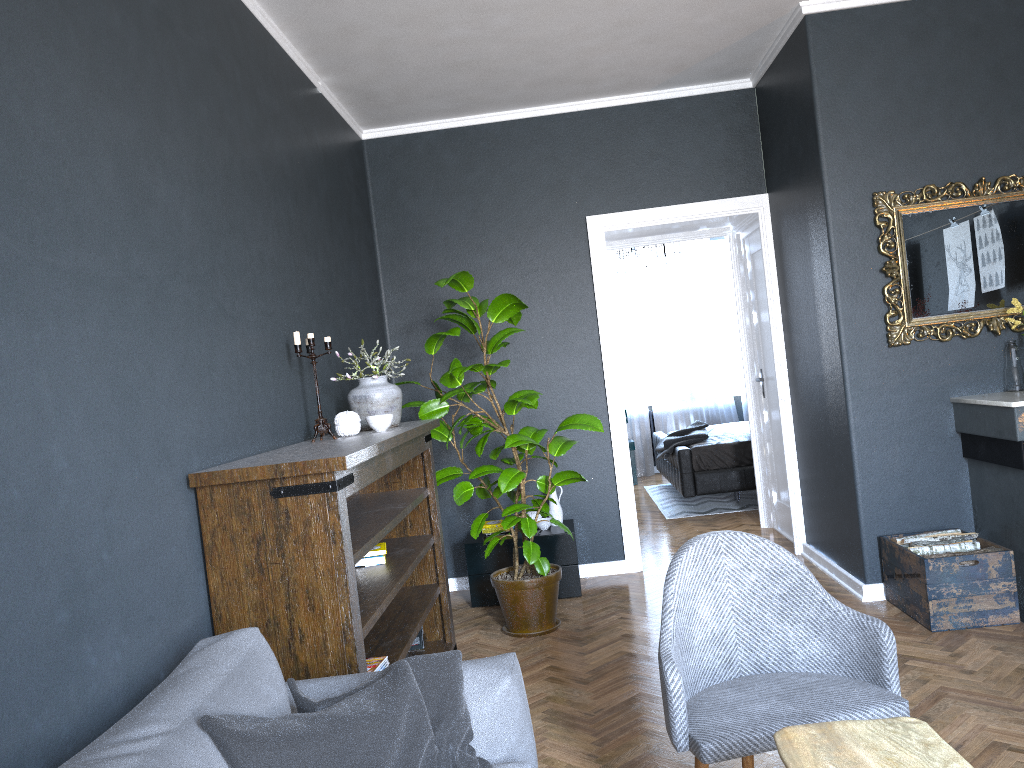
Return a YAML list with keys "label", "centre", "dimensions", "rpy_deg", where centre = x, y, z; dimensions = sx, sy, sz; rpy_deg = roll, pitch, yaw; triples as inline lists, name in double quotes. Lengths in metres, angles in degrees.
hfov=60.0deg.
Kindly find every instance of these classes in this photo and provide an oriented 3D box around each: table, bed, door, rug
- label: "table"
  centre: [0.700, 0.978, 1.466]
  dimensions: [0.339, 0.550, 0.787]
  rpy_deg: [-7, 1, 3]
- label: "bed"
  centre: [2.500, 0.386, 8.317]
  dimensions: [2.375, 1.162, 2.264]
  rpy_deg: [-7, 1, 3]
- label: "door"
  centre: [1.808, -0.028, 6.069]
  dimensions: [0.162, 2.188, 0.856]
  rpy_deg: [-7, 1, 3]
- label: "rug"
  centre: [2.056, 1.022, 8.329]
  dimensions: [1.458, 0.013, 2.044]
  rpy_deg: [-7, 1, 3]

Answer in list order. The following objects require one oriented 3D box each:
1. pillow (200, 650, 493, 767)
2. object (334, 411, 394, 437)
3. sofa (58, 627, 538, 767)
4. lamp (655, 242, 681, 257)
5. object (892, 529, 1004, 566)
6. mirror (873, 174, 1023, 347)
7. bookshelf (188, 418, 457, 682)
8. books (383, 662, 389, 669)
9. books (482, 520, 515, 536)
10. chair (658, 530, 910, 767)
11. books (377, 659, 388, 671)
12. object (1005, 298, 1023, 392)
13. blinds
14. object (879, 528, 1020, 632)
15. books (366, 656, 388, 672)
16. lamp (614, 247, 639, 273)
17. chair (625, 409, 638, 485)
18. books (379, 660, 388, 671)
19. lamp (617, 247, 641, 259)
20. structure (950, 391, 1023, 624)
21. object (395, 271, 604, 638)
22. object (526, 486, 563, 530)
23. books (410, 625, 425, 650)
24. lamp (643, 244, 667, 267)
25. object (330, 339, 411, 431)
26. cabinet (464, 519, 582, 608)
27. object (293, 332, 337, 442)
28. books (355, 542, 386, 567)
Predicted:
- label: "pillow"
  centre: [-0.353, 0.790, 1.931]
  dimensions: [0.442, 0.362, 0.797]
  rpy_deg: [-6, 1, 21]
- label: "object"
  centre: [-0.604, 0.153, 3.627]
  dimensions: [0.255, 0.104, 0.118]
  rpy_deg: [-7, 1, -32]
- label: "sofa"
  centre: [-0.419, 0.985, 1.317]
  dimensions: [0.970, 0.798, 2.339]
  rpy_deg: [-7, 1, 3]
- label: "lamp"
  centre: [1.343, -1.523, 7.838]
  dimensions: [0.210, 0.770, 0.210]
  rpy_deg: [-6, 2, 17]
- label: "object"
  centre: [2.022, 0.827, 4.147]
  dimensions: [0.370, 0.247, 0.533]
  rpy_deg: [-7, 1, 3]
- label: "mirror"
  centre: [2.349, -0.626, 4.369]
  dimensions: [1.057, 0.784, 0.067]
  rpy_deg: [-7, 1, 3]
- label: "bookshelf"
  centre: [-0.566, 0.793, 3.450]
  dimensions: [0.451, 1.172, 1.918]
  rpy_deg: [-7, 1, 3]
- label: "books"
  centre: [-0.537, 0.955, 2.841]
  dimensions: [0.218, 0.008, 0.304]
  rpy_deg: [-7, 1, 7]
- label: "books"
  centre: [-0.089, 0.880, 5.449]
  dimensions: [0.214, 0.066, 0.162]
  rpy_deg: [-7, 1, -1]
- label: "chair"
  centre: [0.678, 0.837, 2.395]
  dimensions: [0.644, 0.811, 0.495]
  rpy_deg: [-7, 1, -19]
- label: "books"
  centre: [-0.546, 0.941, 2.842]
  dimensions: [0.218, 0.008, 0.304]
  rpy_deg: [-7, 1, 8]
- label: "object"
  centre: [2.744, -0.268, 4.152]
  dimensions: [0.727, 0.547, 0.474]
  rpy_deg: [-7, 1, 6]
- label: "blinds"
  centre: [1.594, -0.354, 10.214]
  dimensions: [3.993, 2.790, 0.312]
  rpy_deg: [-7, 1, 3]
- label: "object"
  centre: [2.027, 0.903, 4.149]
  dimensions: [0.383, 0.326, 0.552]
  rpy_deg: [-7, 1, 3]
- label: "books"
  centre: [-0.545, 0.932, 2.843]
  dimensions: [0.219, 0.013, 0.304]
  rpy_deg: [-7, 1, 8]
- label: "lamp"
  centre: [1.070, -1.481, 8.534]
  dimensions: [0.210, 0.804, 0.210]
  rpy_deg: [-6, 2, 17]
- label: "chair"
  centre: [1.136, 0.711, 9.861]
  dimensions: [0.436, 0.799, 0.592]
  rpy_deg: [-7, 1, 3]
- label: "books"
  centre: [-0.541, 0.948, 2.841]
  dimensions: [0.218, 0.008, 0.304]
  rpy_deg: [-7, 1, 7]
- label: "lamp"
  centre: [1.040, -1.524, 8.145]
  dimensions: [0.210, 0.714, 0.210]
  rpy_deg: [-6, 1, 17]
- label: "structure"
  centre: [2.712, 0.506, 4.018]
  dimensions: [1.065, 0.981, 0.833]
  rpy_deg: [-7, 1, 3]
- label: "object"
  centre: [-0.112, 0.366, 4.678]
  dimensions: [1.118, 1.899, 0.763]
  rpy_deg: [-7, 1, -3]
- label: "object"
  centre: [0.169, 0.747, 5.431]
  dimensions: [0.228, 0.268, 0.228]
  rpy_deg: [-6, 1, 37]
- label: "books"
  centre: [-0.509, 1.181, 4.285]
  dimensions: [0.179, 0.193, 0.122]
  rpy_deg: [-7, 1, 7]
- label: "lamp"
  centre: [1.392, -1.551, 8.823]
  dimensions: [0.210, 0.747, 0.210]
  rpy_deg: [-6, 2, 17]
- label: "object"
  centre: [-0.623, -0.003, 3.960]
  dimensions: [0.385, 0.412, 0.275]
  rpy_deg: [-7, 1, -19]
- label: "cabinet"
  centre: [0.077, 1.090, 5.414]
  dimensions: [0.650, 0.390, 0.456]
  rpy_deg: [-7, 1, 3]
- label: "object"
  centre: [-0.779, 0.007, 3.477]
  dimensions: [0.145, 0.438, 0.129]
  rpy_deg: [-6, 2, 39]
- label: "books"
  centre: [-0.584, 0.753, 3.807]
  dimensions: [0.174, 0.113, 0.197]
  rpy_deg: [-7, 1, -8]
